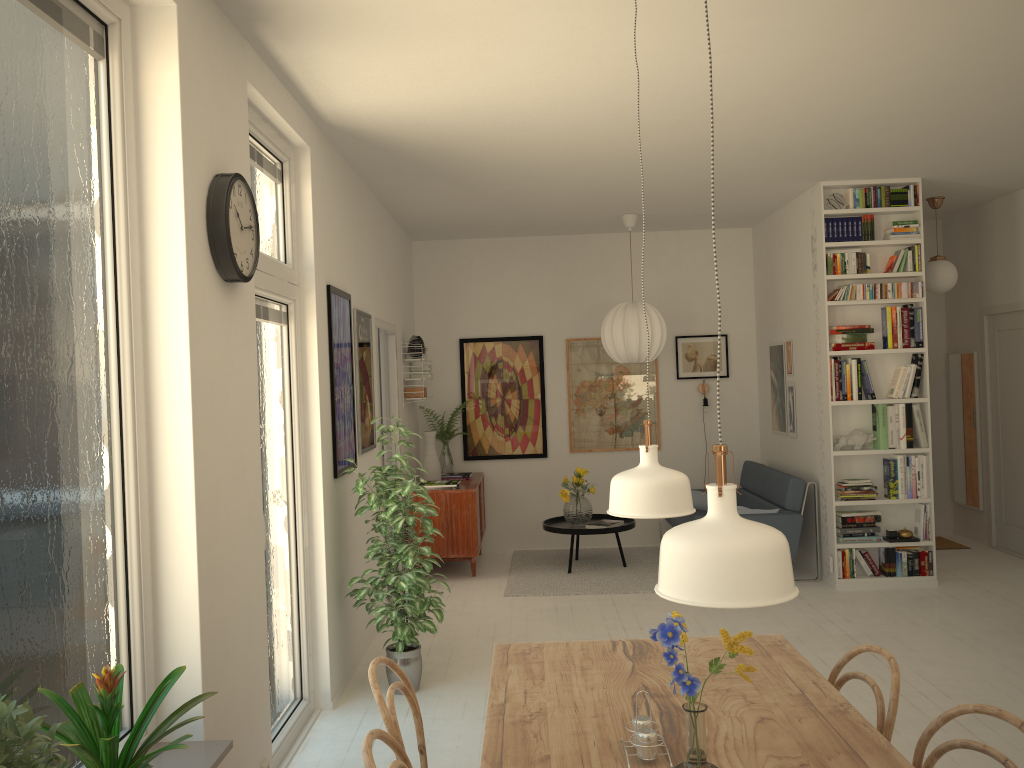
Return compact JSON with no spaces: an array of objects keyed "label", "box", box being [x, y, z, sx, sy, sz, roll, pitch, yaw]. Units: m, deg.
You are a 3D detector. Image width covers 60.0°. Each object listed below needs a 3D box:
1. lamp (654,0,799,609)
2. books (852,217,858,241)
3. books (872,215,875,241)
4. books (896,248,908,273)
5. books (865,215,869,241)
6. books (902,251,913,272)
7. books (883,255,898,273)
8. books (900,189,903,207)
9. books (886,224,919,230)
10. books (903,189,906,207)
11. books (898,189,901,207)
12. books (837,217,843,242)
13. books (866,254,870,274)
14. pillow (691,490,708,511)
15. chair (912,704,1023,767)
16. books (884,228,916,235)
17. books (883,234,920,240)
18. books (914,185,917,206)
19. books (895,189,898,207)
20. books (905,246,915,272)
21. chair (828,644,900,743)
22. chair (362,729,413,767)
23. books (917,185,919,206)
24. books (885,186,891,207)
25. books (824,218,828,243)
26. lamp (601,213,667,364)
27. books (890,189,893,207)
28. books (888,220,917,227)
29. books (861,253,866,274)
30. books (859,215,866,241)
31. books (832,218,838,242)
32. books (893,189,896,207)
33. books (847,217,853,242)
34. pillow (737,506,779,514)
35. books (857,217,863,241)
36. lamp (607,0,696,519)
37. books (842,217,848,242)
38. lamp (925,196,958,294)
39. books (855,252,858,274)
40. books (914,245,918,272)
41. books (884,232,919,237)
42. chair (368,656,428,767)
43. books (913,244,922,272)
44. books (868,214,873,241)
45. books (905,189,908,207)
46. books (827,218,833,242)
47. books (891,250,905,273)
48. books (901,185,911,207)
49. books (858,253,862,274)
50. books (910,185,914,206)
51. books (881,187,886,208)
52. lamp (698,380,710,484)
[{"label":"lamp","box":[0.320,-0.458,1.454,0.229,1.596,0.229,-2,0,-44]},{"label":"books","box":[2.449,-1.103,6.416,0.034,0.179,0.188,-2,0,1]},{"label":"books","box":[2.575,-1.113,6.425,0.020,0.191,0.205,-2,0,1]},{"label":"books","box":[2.789,-0.879,6.408,0.065,0.168,0.228,-2,0,1]},{"label":"books","box":[2.534,-1.112,6.423,0.020,0.191,0.205,-2,0,1]},{"label":"books","box":[2.833,-0.872,6.403,0.030,0.153,0.199,-2,0,1]},{"label":"books","box":[2.723,-0.856,6.434,0.073,0.129,0.200,-2,0,1]},{"label":"books","box":[2.774,-1.324,6.378,0.017,0.130,0.150,-2,0,1]},{"label":"books","box":[2.799,-1.121,6.387,0.179,0.016,0.208,-2,0,6]},{"label":"books","box":[2.791,-1.324,6.378,0.017,0.130,0.150,-2,0,1]},{"label":"books","box":[2.756,-1.323,6.378,0.017,0.130,0.150,-2,0,1]},{"label":"books","box":[2.344,-1.099,6.418,0.034,0.179,0.188,-2,0,1]},{"label":"books","box":[2.540,-0.854,6.403,0.020,0.145,0.189,-2,0,1]},{"label":"pillow","box":[1.745,1.038,7.902,0.540,0.277,0.157,-2,0,2]},{"label":"chair","box":[0.858,1.118,1.836,0.483,0.810,0.385,-2,0,-17]},{"label":"books","box":[2.783,-1.097,6.409,0.173,0.030,0.199,-2,0,-9]},{"label":"books","box":[2.796,-1.044,6.412,0.214,0.038,0.222,-2,0,1]},{"label":"books","box":[2.871,-1.337,6.411,0.021,0.151,0.228,-2,0,1]},{"label":"books","box":[2.739,-1.322,6.379,0.017,0.130,0.150,-2,0,1]},{"label":"books","box":[2.861,-0.890,6.420,0.022,0.187,0.186,-2,0,1]},{"label":"chair","box":[0.773,1.118,2.340,0.483,0.810,0.385,-2,0,-2]},{"label":"chair","box":[-0.063,1.152,1.911,0.483,0.810,0.385,-2,0,-2]},{"label":"books","box":[2.888,-1.340,6.432,0.014,0.154,0.260,-2,0,1]},{"label":"books","box":[2.678,-1.332,6.408,0.032,0.152,0.200,-2,0,1]},{"label":"books","box":[2.239,-1.095,6.419,0.034,0.179,0.188,-2,0,1]},{"label":"lamp","box":[0.991,-0.784,7.306,0.536,1.229,0.536,-2,0,35]},{"label":"books","box":[2.703,-1.321,6.379,0.017,0.130,0.150,-2,0,1]},{"label":"books","box":[2.806,-1.146,6.403,0.169,0.032,0.188,-2,0,6]},{"label":"books","box":[2.502,-0.858,6.385,0.023,0.153,0.176,-2,0,1]},{"label":"books","box":[2.514,-1.111,6.426,0.020,0.191,0.205,-2,0,1]},{"label":"books","box":[2.309,-1.098,6.418,0.034,0.179,0.188,-2,0,1]},{"label":"books","box":[2.721,-1.322,6.379,0.017,0.130,0.150,-2,0,1]},{"label":"books","box":[2.414,-1.102,6.417,0.034,0.179,0.188,-2,0,1]},{"label":"pillow","box":[1.721,1.037,6.626,0.533,0.353,0.141,-2,0,0]},{"label":"books","box":[2.484,-1.104,6.416,0.034,0.179,0.188,-2,0,1]},{"label":"lamp","box":[0.332,-0.464,2.313,0.229,1.596,0.229,-2,0,36]},{"label":"books","box":[2.379,-1.101,6.417,0.034,0.179,0.188,-2,0,1]},{"label":"lamp","box":[3.398,-1.104,7.085,0.275,0.767,0.275,-2,0,-5]},{"label":"books","box":[2.460,-0.859,6.399,0.013,0.159,0.176,-2,0,1]},{"label":"books","box":[2.879,-0.892,6.406,0.014,0.188,0.218,-2,0,1]},{"label":"books","box":[2.796,-1.073,6.410,0.200,0.018,0.208,-2,0,1]},{"label":"chair","box":[-0.130,1.152,2.413,0.483,0.810,0.385,-2,0,3]},{"label":"books","box":[2.898,-0.898,6.404,0.022,0.199,0.212,-2,0,1]},{"label":"books","box":[2.555,-1.113,6.414,0.020,0.191,0.205,-2,0,1]},{"label":"books","box":[2.809,-1.325,6.378,0.017,0.130,0.150,-2,0,1]},{"label":"books","box":[2.274,-1.097,6.419,0.034,0.179,0.188,-2,0,1]},{"label":"books","box":[2.756,-0.875,6.422,0.092,0.165,0.222,-2,0,1]},{"label":"books","box":[2.828,-1.336,6.377,0.019,0.157,0.150,-2,0,1]},{"label":"books","box":[2.479,-0.858,6.418,0.024,0.155,0.206,-2,0,1]},{"label":"books","box":[2.850,-1.339,6.415,0.020,0.156,0.229,-2,0,1]},{"label":"books","box":[2.646,-1.331,6.424,0.032,0.154,0.212,-2,0,1]},{"label":"lamp","box":[1.660,0.670,8.146,0.360,1.416,0.112,-2,0,1]}]
